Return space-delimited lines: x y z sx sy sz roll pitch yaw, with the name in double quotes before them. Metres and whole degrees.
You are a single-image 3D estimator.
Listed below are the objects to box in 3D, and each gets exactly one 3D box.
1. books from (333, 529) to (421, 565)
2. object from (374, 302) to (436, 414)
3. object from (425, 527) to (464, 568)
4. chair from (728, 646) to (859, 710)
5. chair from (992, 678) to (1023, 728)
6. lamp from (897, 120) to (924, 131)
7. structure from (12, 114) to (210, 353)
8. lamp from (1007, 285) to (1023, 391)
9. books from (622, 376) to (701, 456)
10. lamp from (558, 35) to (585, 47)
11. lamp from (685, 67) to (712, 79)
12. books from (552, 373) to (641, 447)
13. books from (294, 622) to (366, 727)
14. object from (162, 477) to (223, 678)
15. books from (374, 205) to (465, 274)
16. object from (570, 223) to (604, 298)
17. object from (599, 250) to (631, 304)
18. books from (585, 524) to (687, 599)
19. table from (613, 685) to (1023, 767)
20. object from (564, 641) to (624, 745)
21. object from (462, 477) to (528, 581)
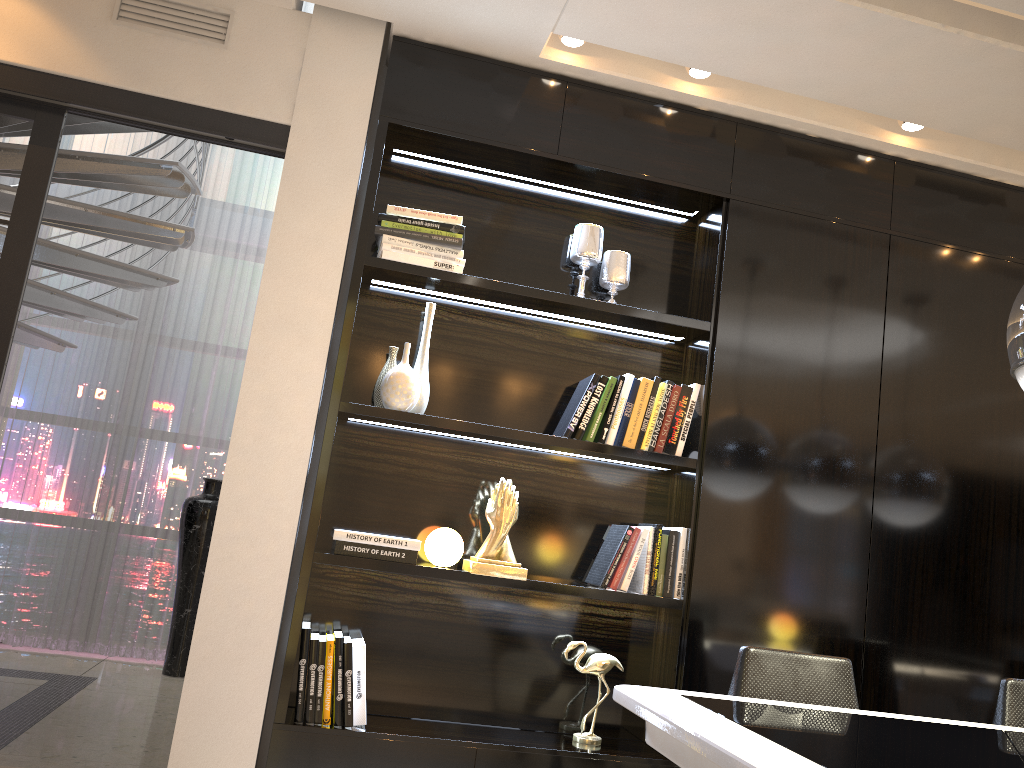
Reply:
"books" -0.429 0.514 2.802 0.266 0.073 0.209 9 -10 -7
"object" -0.337 -0.095 2.883 0.180 0.395 0.210 9 -10 -8
"object" -0.216 0.521 2.829 0.125 0.125 0.125 3 -11 28
"chair" 0.761 1.110 2.103 0.523 0.858 0.496 10 -10 -11
"chair" 1.542 1.244 2.254 0.523 0.858 0.496 10 -10 -11
"lamp" 1.427 -0.966 3.149 0.107 0.127 0.107 14 -11 -29
"structure" -3.181 -0.818 3.789 3.425 4.134 1.964 10 -10 -11
"lamp" 1.955 -0.374 1.959 1.827 1.226 0.408 10 -10 -11
"books" 0.487 0.120 3.071 0.252 0.261 0.212 10 -10 -11
"lamp" 0.206 -1.177 2.914 0.107 0.127 0.107 14 -11 -29
"lamp" 0.640 -1.102 2.998 0.107 0.127 0.107 14 -11 -29
"books" 0.284 0.088 3.031 0.245 0.256 0.207 10 -10 -12
"books" -0.548 0.886 2.718 0.236 0.270 0.210 10 -10 -11
"object" -1.903 1.156 5.360 0.327 1.173 0.327 16 -13 -38
"books" -0.302 -0.456 2.965 0.302 0.188 0.259 9 -10 -4
"object" 0.255 -0.406 3.130 0.111 0.301 0.111 11 -10 -15
"object" 0.360 -0.350 3.138 0.104 0.224 0.104 9 -10 -9
"books" 0.412 0.582 2.984 0.284 0.232 0.182 9 -10 -8
"table" 1.771 1.215 1.626 3.031 0.759 1.293 10 -10 -11
"object" 0.259 1.008 2.907 0.193 0.310 0.092 6 -10 13
"object" -0.038 0.459 2.857 0.177 0.311 0.177 10 -10 -11
